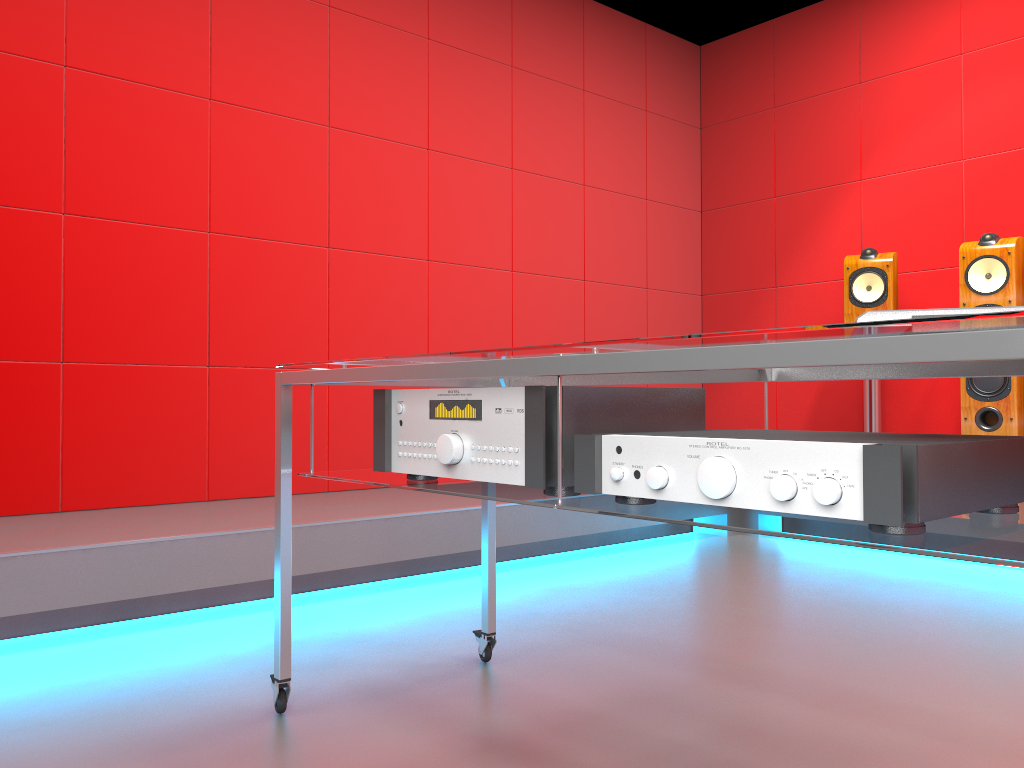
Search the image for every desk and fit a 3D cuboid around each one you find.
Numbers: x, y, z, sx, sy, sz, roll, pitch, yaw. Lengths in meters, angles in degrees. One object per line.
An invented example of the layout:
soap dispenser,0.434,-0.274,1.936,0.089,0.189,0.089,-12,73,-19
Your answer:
desk,0.232,0.298,1.363,0.594,0.690,1.617,1,-2,-41

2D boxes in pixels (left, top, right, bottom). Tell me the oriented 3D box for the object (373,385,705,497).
object,0.036,0.087,1.493,0.371,0.158,0.431,1,-2,-41

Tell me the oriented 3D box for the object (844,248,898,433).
object,1.634,-0.081,4.023,0.231,1.058,0.265,-1,-1,29

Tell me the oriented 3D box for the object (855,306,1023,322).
object,0.577,-0.197,1.041,0.340,0.285,0.342,0,-1,19

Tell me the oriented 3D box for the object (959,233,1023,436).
object,1.974,-0.087,3.634,0.203,1.052,0.238,-1,-2,39

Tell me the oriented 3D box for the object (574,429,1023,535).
object,0.363,0.111,1.123,0.365,0.092,0.435,1,-2,-41
